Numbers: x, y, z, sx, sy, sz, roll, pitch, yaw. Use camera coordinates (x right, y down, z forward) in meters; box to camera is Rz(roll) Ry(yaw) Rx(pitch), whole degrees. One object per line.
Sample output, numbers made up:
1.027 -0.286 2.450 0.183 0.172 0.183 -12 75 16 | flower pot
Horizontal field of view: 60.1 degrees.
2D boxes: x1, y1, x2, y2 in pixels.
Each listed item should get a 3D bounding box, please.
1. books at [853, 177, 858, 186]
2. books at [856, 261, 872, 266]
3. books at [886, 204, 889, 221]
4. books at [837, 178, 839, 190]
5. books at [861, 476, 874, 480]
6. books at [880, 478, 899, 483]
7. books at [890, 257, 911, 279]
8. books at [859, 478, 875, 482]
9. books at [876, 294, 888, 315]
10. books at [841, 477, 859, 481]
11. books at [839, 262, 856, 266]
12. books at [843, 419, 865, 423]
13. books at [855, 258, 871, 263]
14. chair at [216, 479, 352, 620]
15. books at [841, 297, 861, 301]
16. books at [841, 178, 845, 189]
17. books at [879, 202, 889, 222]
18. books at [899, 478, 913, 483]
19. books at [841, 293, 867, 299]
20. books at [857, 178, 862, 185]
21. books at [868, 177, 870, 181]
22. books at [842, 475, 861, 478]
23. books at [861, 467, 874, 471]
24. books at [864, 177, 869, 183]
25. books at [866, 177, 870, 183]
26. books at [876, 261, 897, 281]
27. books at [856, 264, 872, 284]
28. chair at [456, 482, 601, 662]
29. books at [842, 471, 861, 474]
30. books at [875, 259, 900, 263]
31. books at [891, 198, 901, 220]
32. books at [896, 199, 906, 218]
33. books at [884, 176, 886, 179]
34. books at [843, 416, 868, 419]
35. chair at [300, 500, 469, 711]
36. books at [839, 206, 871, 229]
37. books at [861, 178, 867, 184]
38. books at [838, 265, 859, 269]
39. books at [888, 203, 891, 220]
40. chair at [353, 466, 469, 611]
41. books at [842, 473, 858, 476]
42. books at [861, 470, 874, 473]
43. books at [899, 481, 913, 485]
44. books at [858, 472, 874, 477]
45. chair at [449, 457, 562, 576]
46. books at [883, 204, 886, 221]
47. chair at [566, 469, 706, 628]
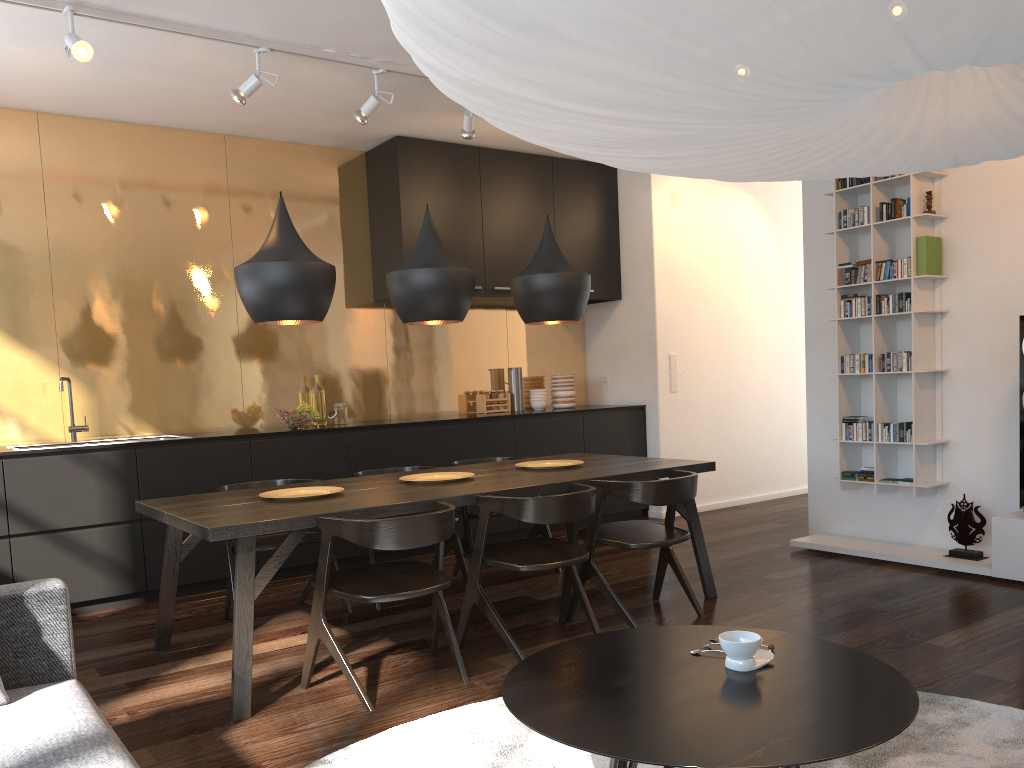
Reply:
1.995 -1.187 5.101 0.074 0.099 0.019 -5 5 -35 | books
2.050 -0.697 5.099 0.069 0.018 0.107 -3 0 -35 | books
2.121 -0.959 4.959 0.069 0.093 0.014 -5 5 -35 | books
1.935 -1.188 5.192 0.069 0.108 0.016 -5 5 -35 | books
2.108 0.549 5.192 0.069 0.014 0.092 -3 0 -35 | books
2.205 0.559 5.117 0.093 0.012 0.111 -3 0 -35 | books
2.200 -0.645 4.934 0.122 0.113 0.136 -4 2 -35 | books
2.107 0.564 5.201 0.069 0.016 0.107 -3 0 -35 | books
2.118 -0.453 5.062 0.074 0.116 0.029 -5 5 -35 | books
2.037 0.566 5.293 0.074 0.015 0.098 -3 0 -35 | books
1.983 -0.703 5.204 0.069 0.014 0.093 -3 0 -30 | books
2.039 0.219 5.272 0.069 0.023 0.107 -3 1 -35 | books
2.058 -0.712 5.103 0.093 0.014 0.112 -3 0 -35 | books
-1.177 0.834 4.397 0.591 0.674 0.519 -5 4 -39 | chair
2.023 -0.502 5.228 0.093 0.012 0.111 -3 0 -35 | books
1.950 -1.189 5.162 0.069 0.108 0.023 -5 5 -35 | books
2.100 -0.966 4.983 0.069 0.108 0.023 -5 5 -35 | books
2.252 0.545 5.004 0.069 0.014 0.093 -3 0 -30 | books
2.024 -0.518 5.231 0.095 0.022 0.111 -3 0 -35 | books
2.007 -1.184 5.086 0.069 0.094 0.028 -5 5 -35 | books
2.041 -1.188 5.038 0.069 0.099 0.057 -5 4 -35 | books
2.037 0.551 5.293 0.069 0.014 0.092 -3 0 -35 | books
2.107 0.497 5.189 0.069 0.014 0.092 -3 0 -35 | books
2.031 -1.188 5.053 0.069 0.099 0.057 -5 4 -35 | books
2.036 -1.188 5.046 0.069 0.099 0.057 -5 4 -35 | books
2.129 -0.638 5.018 0.095 0.108 0.088 -4 3 -35 | books
2.064 -0.636 5.115 0.095 0.108 0.114 -4 3 -35 | books
0.093 0.778 3.744 0.591 0.674 0.519 -4 3 -34 | chair
2.039 0.528 5.288 0.069 0.009 0.107 -3 0 -35 | books
2.124 -0.695 5.005 0.069 0.008 0.107 -3 0 -35 | books
2.144 -0.973 4.925 0.074 0.116 0.029 -5 5 -35 | books
2.159 -0.969 4.907 0.069 0.108 0.016 -5 5 -35 | books
2.111 -1.191 4.963 0.069 0.108 0.012 -5 5 -35 | books
2.053 0.201 5.280 0.093 0.012 0.111 -3 0 -35 | books
-0.461 0.805 3.348 0.591 0.674 0.519 -5 3 -37 | chair
2.026 -0.967 5.139 0.108 0.113 0.221 -4 2 -35 | books
2.020 -1.184 5.067 0.069 0.091 0.046 -5 4 -35 | books
1.985 -0.690 5.210 0.069 0.014 0.092 -3 0 -35 | books
2.129 -0.960 4.945 0.069 0.093 0.020 -5 5 -35 | books
-0.581 0.805 4.781 0.591 0.674 0.519 -5 4 -37 | chair
2.035 0.538 5.292 0.069 0.015 0.092 -3 0 -35 | books
2.107 0.511 5.189 0.069 0.014 0.092 -3 0 -35 | books
2.253 0.558 5.011 0.069 0.014 0.092 -3 0 -35 | books
2.101 0.531 5.195 0.069 0.023 0.107 -3 1 -35 | books
-0.085 0.780 5.129 0.591 0.674 0.519 -5 3 -36 | chair
2.113 -0.959 4.971 0.069 0.093 0.014 -5 5 -35 | books
0.592 0.753 4.095 0.591 0.674 0.519 -5 4 -37 | chair
